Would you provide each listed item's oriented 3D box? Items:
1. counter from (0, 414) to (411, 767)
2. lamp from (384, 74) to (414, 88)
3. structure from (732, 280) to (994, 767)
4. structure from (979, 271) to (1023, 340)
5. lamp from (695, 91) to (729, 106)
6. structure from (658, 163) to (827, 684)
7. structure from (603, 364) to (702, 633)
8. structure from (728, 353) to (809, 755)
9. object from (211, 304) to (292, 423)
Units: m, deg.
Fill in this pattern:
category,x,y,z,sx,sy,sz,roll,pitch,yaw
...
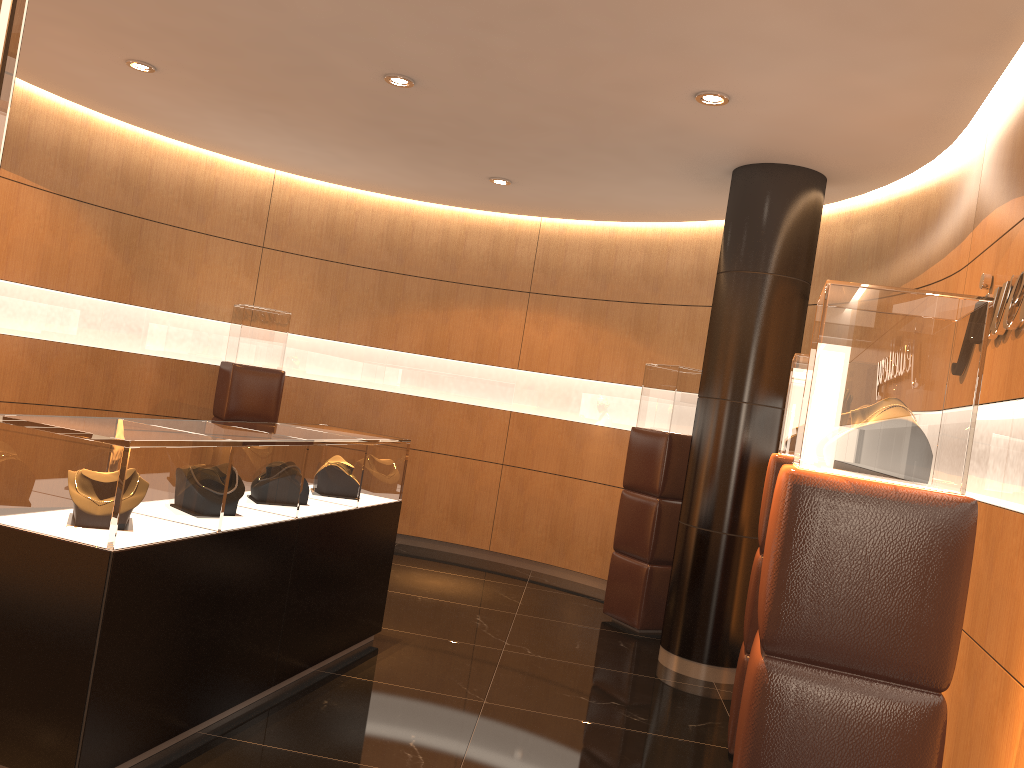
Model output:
category,x,y,z,sx,sy,sz,roll,pitch,yaw
counter,-1.323,0.801,4.252,0.615,1.173,2.514,9,-1,16
lamp,-0.657,-1.803,5.202,0.176,0.068,0.176,9,-1,10
structure,0.916,0.738,2.442,0.498,1.968,0.484,9,-1,16
structure,1.897,-0.314,3.290,0.034,0.442,2.050,9,-1,16
lamp,1.067,-1.540,4.707,0.176,0.068,0.176,9,-1,10
structure,1.539,0.189,5.911,0.613,3.430,0.613,9,-1,20
structure,1.154,0.868,6.819,0.484,2.000,0.498,10,-1,-30
structure,1.471,0.877,4.446,0.498,2.000,0.484,9,-1,16
object,-2.316,0.336,7.653,0.484,2.000,0.498,10,-1,-30
